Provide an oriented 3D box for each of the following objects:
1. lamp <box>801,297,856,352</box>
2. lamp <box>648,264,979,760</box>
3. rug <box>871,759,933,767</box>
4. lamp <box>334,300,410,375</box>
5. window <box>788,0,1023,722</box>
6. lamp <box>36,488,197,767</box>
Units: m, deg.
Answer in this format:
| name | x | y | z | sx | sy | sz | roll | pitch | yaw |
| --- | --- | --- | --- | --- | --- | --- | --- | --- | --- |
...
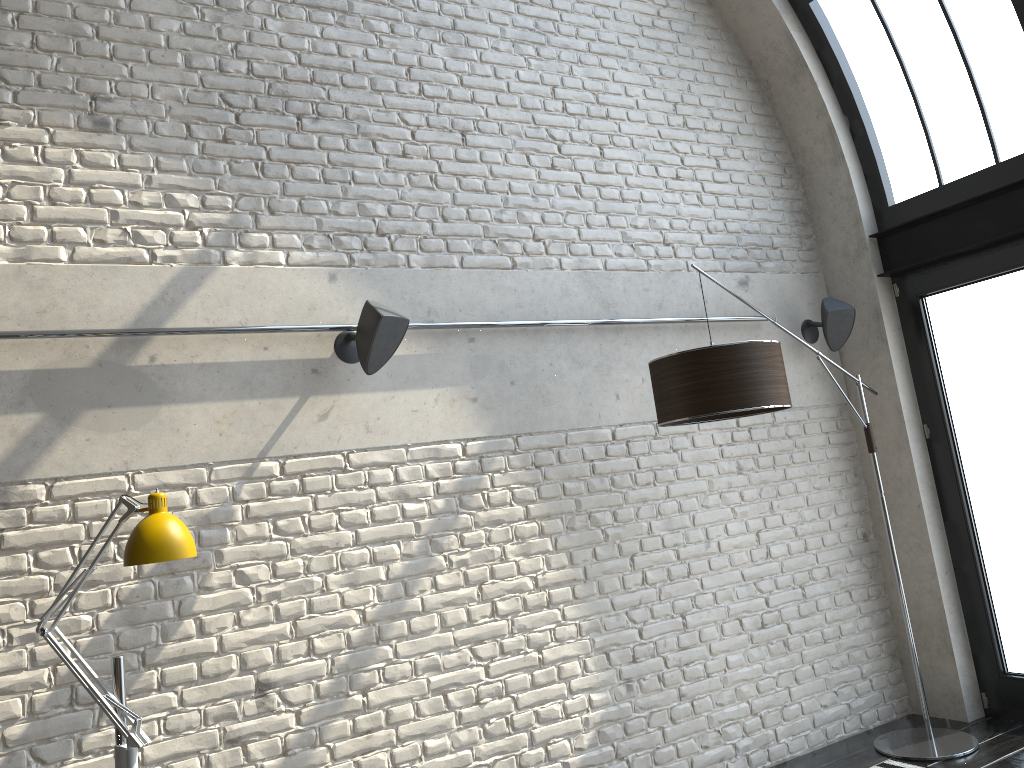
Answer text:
| name | x | y | z | sx | sy | sz | roll | pitch | yaw |
| --- | --- | --- | --- | --- | --- | --- | --- | --- | --- |
| lamp | 1.782 | -0.332 | 5.006 | 0.178 | 0.309 | 0.354 | -5 | -9 | -12 |
| lamp | 1.427 | 0.621 | 4.074 | 1.844 | 2.353 | 0.551 | 1 | -13 | -43 |
| rug | 1.119 | 1.580 | 1.865 | 3.497 | 0.004 | 3.365 | -3 | -8 | -30 |
| lamp | -0.582 | -0.187 | 3.630 | 0.355 | 0.309 | 0.177 | -15 | -12 | 40 |
| window | 1.993 | -1.249 | 2.663 | 2.870 | 5.552 | 4.234 | -2 | -11 | -30 |
| lamp | -0.651 | 1.106 | 2.791 | 1.573 | 1.636 | 0.622 | -5 | -10 | -17 |
